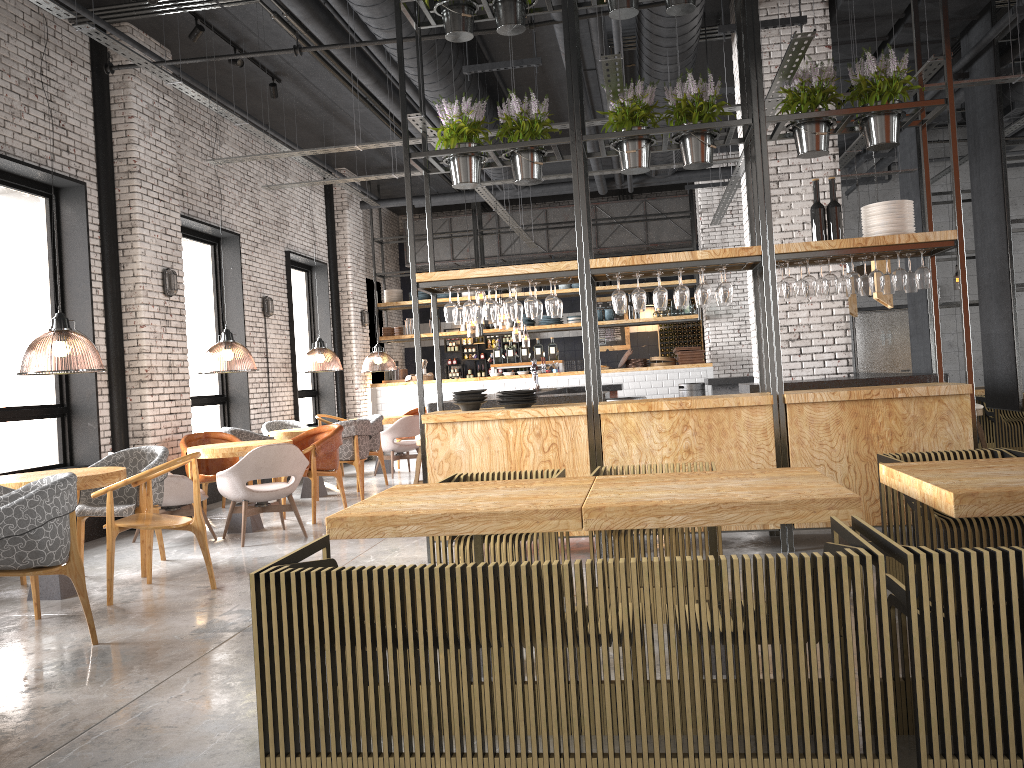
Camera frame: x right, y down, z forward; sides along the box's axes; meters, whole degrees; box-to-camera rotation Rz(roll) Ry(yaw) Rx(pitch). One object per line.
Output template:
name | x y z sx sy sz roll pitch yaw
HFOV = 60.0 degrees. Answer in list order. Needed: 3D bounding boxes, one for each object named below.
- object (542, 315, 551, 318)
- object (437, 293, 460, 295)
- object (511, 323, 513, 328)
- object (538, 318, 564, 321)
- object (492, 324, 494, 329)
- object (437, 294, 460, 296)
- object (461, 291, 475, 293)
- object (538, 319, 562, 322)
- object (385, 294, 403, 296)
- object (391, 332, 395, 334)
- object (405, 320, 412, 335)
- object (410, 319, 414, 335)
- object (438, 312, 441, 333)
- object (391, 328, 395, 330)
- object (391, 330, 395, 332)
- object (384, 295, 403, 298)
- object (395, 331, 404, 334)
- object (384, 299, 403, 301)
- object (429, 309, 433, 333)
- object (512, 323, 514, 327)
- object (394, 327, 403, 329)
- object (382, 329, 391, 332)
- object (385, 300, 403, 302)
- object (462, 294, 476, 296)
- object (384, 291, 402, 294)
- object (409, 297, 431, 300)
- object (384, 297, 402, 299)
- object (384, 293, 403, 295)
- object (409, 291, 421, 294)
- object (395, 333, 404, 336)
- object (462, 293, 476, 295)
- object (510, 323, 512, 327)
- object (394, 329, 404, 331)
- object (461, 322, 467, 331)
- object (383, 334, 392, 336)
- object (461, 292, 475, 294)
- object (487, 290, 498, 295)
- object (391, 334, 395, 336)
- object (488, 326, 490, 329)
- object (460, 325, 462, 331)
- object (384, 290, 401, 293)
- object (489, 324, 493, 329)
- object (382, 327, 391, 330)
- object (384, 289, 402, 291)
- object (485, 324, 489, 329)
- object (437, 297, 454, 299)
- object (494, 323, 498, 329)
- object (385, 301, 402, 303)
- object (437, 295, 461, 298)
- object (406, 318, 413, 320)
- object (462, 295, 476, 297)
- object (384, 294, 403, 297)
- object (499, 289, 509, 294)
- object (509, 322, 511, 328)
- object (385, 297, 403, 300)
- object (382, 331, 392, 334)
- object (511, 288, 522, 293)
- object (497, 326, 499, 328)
object | 0.684 -1.188 15.676 0.452 0.062 0.454 -3 0 24
object | -1.154 -1.604 15.957 0.454 0.038 0.454 -3 0 10
object | -0.016 -1.035 15.796 0.072 0.097 0.072 -4 0 8
object | 0.686 -1.142 15.674 0.454 0.065 0.452 -4 0 -29
object | -0.346 -1.014 15.728 0.072 0.097 0.072 -3 0 -5
object | -1.153 -1.581 15.957 0.454 0.042 0.454 -4 0 -31
object | -0.739 -1.639 15.895 0.335 0.039 0.334 -4 0 -25
object | 0.685 -1.118 15.674 0.453 0.062 0.454 -4 0 -37
object | -2.152 -1.608 16.109 0.334 0.038 0.335 -3 0 29
object | -2.194 -0.925 16.246 0.157 0.053 0.168 -3 0 9
object | -1.846 -1.008 15.865 0.106 0.264 0.152 -4 -1 36
object | -1.764 -1.024 15.961 0.118 0.294 0.169 -4 -1 14
object | -1.348 -1.142 16.134 0.098 0.471 0.098 -3 -1 -14
object | -2.199 -1.002 16.247 0.157 0.053 0.168 -3 0 9
object | -2.196 -0.961 16.246 0.157 0.053 0.168 -3 0 9
object | -2.151 -1.573 16.109 0.334 0.038 0.335 -3 0 34
object | -2.060 -0.932 16.117 0.157 0.053 0.168 -3 0 14
object | -2.148 -1.515 16.108 0.334 0.039 0.334 -4 0 -4
object | -1.454 -1.136 16.150 0.098 0.471 0.098 -3 -1 -14
object | 0.001 -1.037 15.912 0.072 0.097 0.072 -4 0 9
object | -2.065 -1.009 16.118 0.157 0.053 0.168 -3 0 14
object | -2.249 -0.956 15.996 0.157 0.053 0.168 -3 0 9
object | -2.146 -1.496 16.108 0.335 0.042 0.334 -4 0 -43
object | -0.735 -1.582 15.895 0.335 0.046 0.334 -4 0 -11
object | -2.156 -1.647 16.109 0.334 0.040 0.334 -4 0 -1
object | -1.634 -1.528 16.030 0.454 0.043 0.454 -3 0 11
object | -2.150 -1.554 16.108 0.335 0.042 0.334 -4 0 -31
object | -2.154 -1.627 16.109 0.335 0.035 0.334 -4 0 -15
object | -1.641 -1.646 16.030 0.454 0.050 0.454 -3 0 22
object | -2.058 -0.887 16.116 0.157 0.053 0.168 -3 0 14
object | -0.736 -1.600 15.894 0.335 0.037 0.334 -4 0 -25
object | -0.034 -1.033 15.681 0.072 0.097 0.072 -4 0 13
object | -2.063 -0.968 16.117 0.157 0.053 0.168 -3 0 14
object | -0.870 -1.115 15.837 0.132 0.360 0.127 -4 -1 34
object | -2.244 -0.875 15.995 0.157 0.053 0.168 -3 0 9
object | -0.738 -1.620 15.894 0.335 0.040 0.334 -4 0 -28
object | -0.338 -1.619 15.840 0.196 0.102 0.196 -3 0 21
object | -2.191 -0.880 16.245 0.157 0.053 0.168 -3 0 9
object | -0.423 -1.010 15.740 0.072 0.097 0.072 -4 0 8
object | -0.883 -1.131 15.991 0.126 0.394 0.126 -3 -1 -41
object | -2.156 -1.667 16.111 0.334 0.042 0.334 -3 0 5
object | -0.364 -1.012 15.612 0.072 0.097 0.072 -4 0 31
object | -2.252 -0.997 15.997 0.157 0.053 0.168 -3 0 9
object | -2.157 -1.686 16.110 0.334 0.039 0.334 -4 0 0
object | -0.440 -1.008 15.624 0.072 0.097 0.072 -4 0 31
object | -1.150 -1.533 15.956 0.454 0.033 0.454 -3 0 17
object | -0.286 -1.017 15.600 0.072 0.097 0.072 -3 -1 -41
object | -2.145 -1.476 16.107 0.335 0.033 0.334 -4 0 -43
object | -1.150 -1.558 15.957 0.454 0.045 0.454 -4 0 -17
object | -1.833 -1.036 16.119 0.126 0.313 0.179 -4 -1 41
object | -0.734 -1.561 15.894 0.335 0.033 0.334 -4 0 -43
object | -2.152 -1.589 16.109 0.335 0.043 0.334 -4 0 -42
object | -0.129 -1.632 15.810 0.196 0.104 0.196 -3 0 45
object | -0.051 -1.031 15.565 0.072 0.097 0.072 -4 -1 41
object | -2.148 -1.535 16.109 0.335 0.044 0.334 -4 0 -25
object | -2.247 -0.920 15.996 0.157 0.053 0.168 -3 0 9
object | 0.083 -1.645 15.771 0.196 0.105 0.196 -4 0 -14
object | -0.269 -1.019 15.716 0.072 0.097 0.072 -4 0 10
